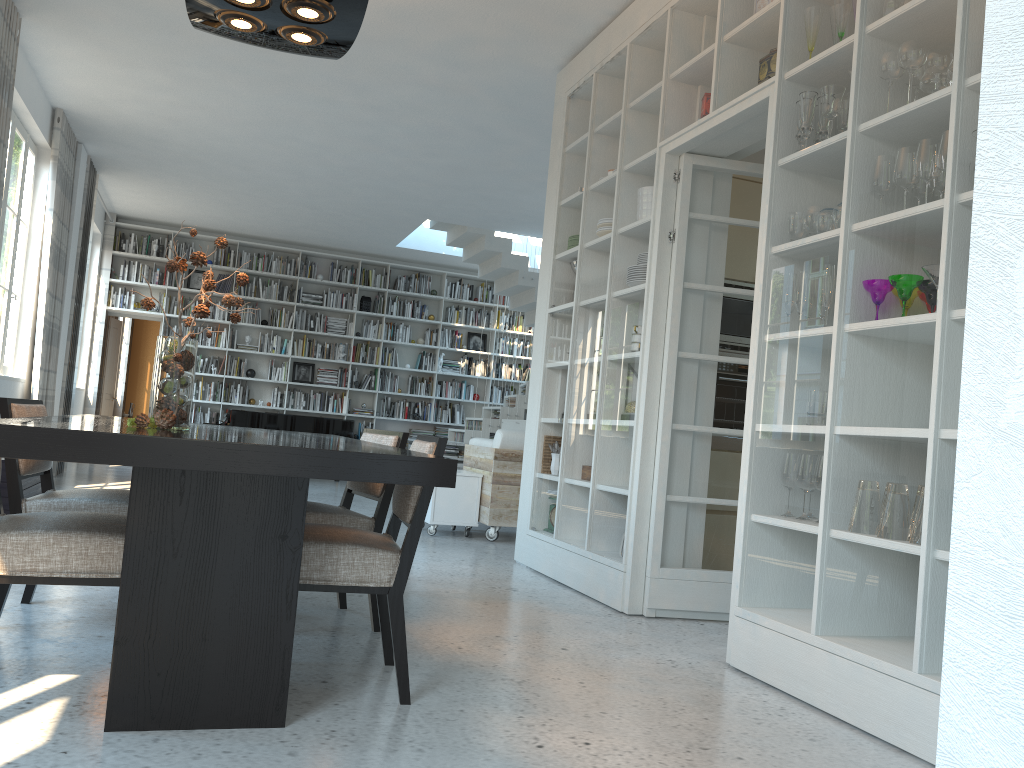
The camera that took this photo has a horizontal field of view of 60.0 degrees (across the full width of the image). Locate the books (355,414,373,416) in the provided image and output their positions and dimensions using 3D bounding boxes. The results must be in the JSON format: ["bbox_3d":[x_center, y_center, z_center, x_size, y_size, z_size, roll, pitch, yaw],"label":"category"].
[{"bbox_3d":[-2.151,0.443,12.747,0.285,0.012,0.159,6,-3,-16],"label":"books"}]

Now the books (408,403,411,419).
[{"bbox_3d":[-1.522,0.400,13.036,0.021,0.242,0.131,6,-3,-19],"label":"books"}]

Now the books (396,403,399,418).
[{"bbox_3d":[-1.688,0.389,12.971,0.024,0.228,0.159,6,-3,-19],"label":"books"}]

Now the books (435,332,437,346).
[{"bbox_3d":[-1.150,-0.655,13.174,0.013,0.220,0.155,6,-3,-19],"label":"books"}]

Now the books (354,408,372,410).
[{"bbox_3d":[-2.143,0.359,12.747,0.254,0.012,0.161,6,-3,-10],"label":"books"}]

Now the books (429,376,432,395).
[{"bbox_3d":[-1.217,0.038,13.123,0.007,0.295,0.162,6,-3,-19],"label":"books"}]

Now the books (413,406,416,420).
[{"bbox_3d":[-1.453,0.423,13.051,0.022,0.211,0.135,6,-3,-19],"label":"books"}]

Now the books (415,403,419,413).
[{"bbox_3d":[-1.411,0.409,13.062,0.012,0.249,0.164,6,-3,-19],"label":"books"}]

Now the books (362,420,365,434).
[{"bbox_3d":[-2.149,0.672,12.717,0.032,0.300,0.149,6,-3,-19],"label":"books"}]

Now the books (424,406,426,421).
[{"bbox_3d":[-1.302,0.435,13.091,0.013,0.220,0.168,6,-3,-19],"label":"books"}]

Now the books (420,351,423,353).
[{"bbox_3d":[-1.344,-0.340,13.112,0.016,0.290,0.135,6,-3,-19],"label":"books"}]

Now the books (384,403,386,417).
[{"bbox_3d":[-1.865,0.364,12.914,0.015,0.240,0.152,6,-3,-19],"label":"books"}]

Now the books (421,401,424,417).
[{"bbox_3d":[-1.335,0.395,13.092,0.013,0.293,0.134,6,-3,-19],"label":"books"}]

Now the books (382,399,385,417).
[{"bbox_3d":[-1.883,0.349,12.880,0.023,0.262,0.186,6,-3,-19],"label":"books"}]

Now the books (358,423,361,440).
[{"bbox_3d":[-2.190,0.685,12.692,0.005,0.264,0.162,6,-3,-19],"label":"books"}]

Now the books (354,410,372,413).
[{"bbox_3d":[-2.148,0.395,12.753,0.254,0.012,0.161,6,-3,-14],"label":"books"}]

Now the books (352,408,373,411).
[{"bbox_3d":[-2.146,0.371,12.753,0.285,0.012,0.159,6,-3,-15],"label":"books"}]

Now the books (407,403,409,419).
[{"bbox_3d":[-1.542,0.400,13.022,0.025,0.237,0.156,6,-3,-19],"label":"books"}]

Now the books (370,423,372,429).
[{"bbox_3d":[-2.050,0.698,12.753,0.015,0.270,0.157,6,-3,-19],"label":"books"}]

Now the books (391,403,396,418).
[{"bbox_3d":[-1.730,0.390,12.950,0.011,0.217,0.175,6,-3,-19],"label":"books"}]

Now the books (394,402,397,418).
[{"bbox_3d":[-1.714,0.383,12.966,0.029,0.234,0.142,6,-3,-19],"label":"books"}]

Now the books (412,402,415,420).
[{"bbox_3d":[-1.472,0.395,13.043,0.026,0.263,0.169,6,-3,-19],"label":"books"}]

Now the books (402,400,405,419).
[{"bbox_3d":[-1.599,0.371,13.008,0.012,0.285,0.159,6,-3,-19],"label":"books"}]

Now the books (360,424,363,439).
[{"bbox_3d":[-2.167,0.696,12.690,0.014,0.245,0.176,6,-3,-19],"label":"books"}]

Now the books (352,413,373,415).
[{"bbox_3d":[-2.152,0.432,12.752,0.285,0.012,0.159,6,-3,-14],"label":"books"}]

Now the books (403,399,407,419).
[{"bbox_3d":[-1.580,0.367,12.991,0.012,0.293,0.175,6,-3,-19],"label":"books"}]

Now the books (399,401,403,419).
[{"bbox_3d":[-1.635,0.382,12.975,0.025,0.252,0.181,6,-3,-19],"label":"books"}]

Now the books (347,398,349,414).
[{"bbox_3d":[-2.372,0.314,12.740,0.027,0.228,0.141,6,-3,-19],"label":"books"}]

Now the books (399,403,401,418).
[{"bbox_3d":[-1.659,0.396,12.984,0.012,0.221,0.153,6,-3,-19],"label":"books"}]

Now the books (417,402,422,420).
[{"bbox_3d":[-1.372,0.404,13.069,0.070,0.266,0.186,6,-3,-19],"label":"books"}]

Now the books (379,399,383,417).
[{"bbox_3d":[-1.907,0.352,12.893,0.012,0.254,0.161,6,-3,-19],"label":"books"}]

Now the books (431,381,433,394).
[{"bbox_3d":[-1.206,0.071,13.159,0.007,0.235,0.131,6,-3,-19],"label":"books"}]

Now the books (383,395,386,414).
[{"bbox_3d":[-1.865,0.324,12.888,0.010,0.316,0.187,6,-3,-19],"label":"books"}]

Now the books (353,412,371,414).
[{"bbox_3d":[-2.150,0.419,12.750,0.254,0.012,0.161,6,-3,-13],"label":"books"}]

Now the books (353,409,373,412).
[{"bbox_3d":[-2.144,0.383,12.743,0.254,0.012,0.161,6,-4,-19],"label":"books"}]

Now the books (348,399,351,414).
[{"bbox_3d":[-2.346,0.326,12.751,0.030,0.210,0.136,6,-3,-19],"label":"books"}]

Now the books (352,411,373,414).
[{"bbox_3d":[-2.148,0.407,12.749,0.285,0.012,0.159,6,-3,-16],"label":"books"}]

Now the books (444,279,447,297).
[{"bbox_3d":[-1.012,-1.414,13.227,0.028,0.294,0.150,6,-3,-19],"label":"books"}]

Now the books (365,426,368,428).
[{"bbox_3d":[-2.104,0.713,12.704,0.026,0.224,0.175,6,-3,-19],"label":"books"}]

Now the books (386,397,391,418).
[{"bbox_3d":[-1.812,0.341,12.905,0.030,0.294,0.188,6,-3,-19],"label":"books"}]

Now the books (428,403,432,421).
[{"bbox_3d":[-1.223,0.417,13.120,0.025,0.272,0.171,6,-3,-19],"label":"books"}]

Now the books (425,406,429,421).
[{"bbox_3d":[-1.271,0.434,13.096,0.025,0.228,0.175,6,-3,-19],"label":"books"}]

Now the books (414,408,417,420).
[{"bbox_3d":[-1.430,0.441,13.052,0.025,0.181,0.169,6,-3,-19],"label":"books"}]

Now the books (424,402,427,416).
[{"bbox_3d":[-1.296,0.406,13.120,0.012,0.282,0.143,6,-3,-19],"label":"books"}]

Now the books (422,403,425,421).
[{"bbox_3d":[-1.320,0.411,13.098,0.021,0.264,0.150,6,-3,-19],"label":"books"}]

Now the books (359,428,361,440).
[{"bbox_3d":[-2.186,0.704,12.702,0.012,0.229,0.129,6,-3,-19],"label":"books"}]

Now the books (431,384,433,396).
[{"bbox_3d":[-1.196,0.077,13.153,0.009,0.223,0.146,6,-3,-19],"label":"books"}]

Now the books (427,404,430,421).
[{"bbox_3d":[-1.248,0.422,13.111,0.026,0.258,0.156,6,-3,-19],"label":"books"}]

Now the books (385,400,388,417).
[{"bbox_3d":[-1.839,0.357,12.897,0.023,0.256,0.178,6,-3,-19],"label":"books"}]

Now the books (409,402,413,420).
[{"bbox_3d":[-1.494,0.393,13.028,0.026,0.262,0.173,6,-3,-19],"label":"books"}]

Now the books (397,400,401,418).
[{"bbox_3d":[-1.668,0.371,12.975,0.014,0.267,0.171,6,-3,-19],"label":"books"}]

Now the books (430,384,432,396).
[{"bbox_3d":[-1.216,0.067,13.151,0.019,0.240,0.134,6,-3,-19],"label":"books"}]

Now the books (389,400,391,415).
[{"bbox_3d":[-1.797,0.352,12.920,0.010,0.277,0.174,6,-3,-19],"label":"books"}]

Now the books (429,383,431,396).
[{"bbox_3d":[-1.233,0.082,13.125,0.013,0.203,0.158,6,-3,-19],"label":"books"}]

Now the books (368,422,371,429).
[{"bbox_3d":[-2.060,0.688,12.727,0.021,0.285,0.172,6,-3,-19],"label":"books"}]

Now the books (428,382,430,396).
[{"bbox_3d":[-1.250,0.080,13.129,0.016,0.205,0.141,6,-3,-19],"label":"books"}]

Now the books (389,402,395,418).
[{"bbox_3d":[-1.765,0.379,12.937,0.065,0.231,0.162,6,-3,-19],"label":"books"}]

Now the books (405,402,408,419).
[{"bbox_3d":[-1.563,0.394,13.000,0.031,0.244,0.184,6,-3,-19],"label":"books"}]
